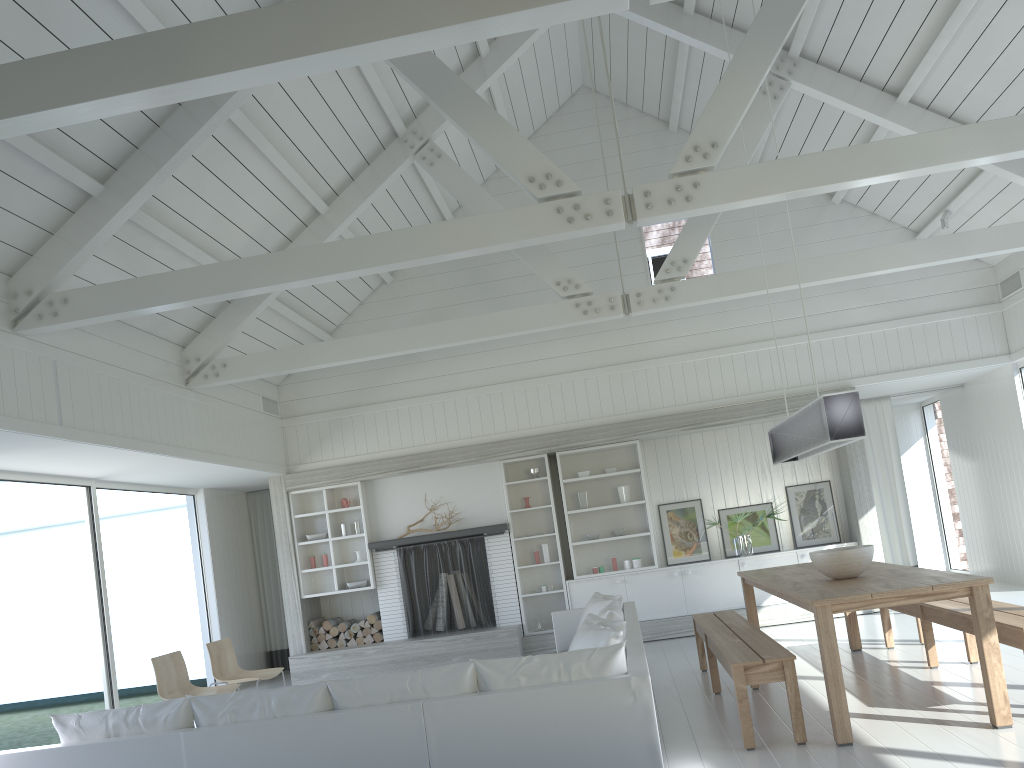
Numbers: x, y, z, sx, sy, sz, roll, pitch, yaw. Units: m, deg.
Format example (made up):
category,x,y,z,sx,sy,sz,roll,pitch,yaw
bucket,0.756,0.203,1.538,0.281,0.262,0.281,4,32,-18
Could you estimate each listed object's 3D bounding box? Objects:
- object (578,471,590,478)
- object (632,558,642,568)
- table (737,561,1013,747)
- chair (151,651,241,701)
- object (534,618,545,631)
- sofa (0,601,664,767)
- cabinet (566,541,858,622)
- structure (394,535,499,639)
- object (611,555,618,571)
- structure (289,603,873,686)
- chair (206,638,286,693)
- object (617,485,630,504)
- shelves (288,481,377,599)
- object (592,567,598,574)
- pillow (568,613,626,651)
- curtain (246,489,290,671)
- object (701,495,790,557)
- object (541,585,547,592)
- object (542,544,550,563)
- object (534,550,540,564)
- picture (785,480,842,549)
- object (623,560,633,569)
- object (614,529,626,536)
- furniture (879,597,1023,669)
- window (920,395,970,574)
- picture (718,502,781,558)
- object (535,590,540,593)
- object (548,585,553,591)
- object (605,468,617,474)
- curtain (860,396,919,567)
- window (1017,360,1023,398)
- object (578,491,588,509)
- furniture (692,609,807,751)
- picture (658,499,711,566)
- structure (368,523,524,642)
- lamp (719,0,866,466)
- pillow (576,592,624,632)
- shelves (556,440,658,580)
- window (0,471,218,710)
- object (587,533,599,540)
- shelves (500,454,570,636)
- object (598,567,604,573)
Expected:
category,x,y,z,sx,sy,sz,roll,pitch,yaw
object,0.823,1.036,10.059,0.141,0.065,0.142,-9,-9,6
object,1.406,2.010,9.912,0.086,0.110,0.085,-14,-8,41
table,2.237,1.669,5.973,0.907,0.756,2.976,-9,-10,6
chair,-2.469,2.466,6.839,0.556,0.774,0.600,-9,-6,6
object,0.306,2.736,10.037,0.136,0.129,0.139,-2,-10,-41
sofa,-0.787,2.161,6.314,3.482,0.731,4.172,-9,-10,6
cabinet,2.238,2.266,9.941,3.187,0.547,0.659,-9,-8,6
structure,-0.757,2.298,9.953,1.099,1.055,0.117,-9,-4,6
object,1.157,2.013,9.973,0.054,0.195,0.054,-8,-4,5
structure,0.763,2.865,10.400,6.360,0.343,1.899,-9,-10,6
chair,-2.320,2.582,7.607,0.556,0.774,0.600,-9,-6,6
object,1.276,1.254,9.992,0.102,0.195,0.104,-4,-7,-39
shelves,-2.047,1.832,10.382,0.867,1.230,0.553,-9,-5,6
object,0.941,2.107,9.979,0.054,0.070,0.055,-6,-6,-15
pillow,0.494,1.705,5.428,0.465,0.473,1.333,-8,-9,-3
curtain,-3.027,2.533,11.462,0.631,2.352,0.117,-9,-4,6
object,2.580,1.564,9.630,0.972,0.624,0.627,-9,-7,4
object,0.366,2.330,10.056,0.054,0.070,0.055,-9,-6,5
object,0.388,1.934,10.070,0.072,0.209,0.072,-9,-5,5
object,0.284,1.958,10.083,0.054,0.195,0.054,-8,-4,5
picture,3.358,1.455,9.831,0.495,0.698,0.066,-9,-4,6
object,1.322,2.044,9.990,0.092,0.095,0.090,-14,-9,40
object,1.244,1.710,10.116,0.141,0.065,0.142,-9,-9,6
furniture,3.017,1.688,5.871,0.341,0.467,2.706,-9,-10,6
window,5.876,1.378,11.896,0.038,2.409,0.952,-8,-5,6
picture,2.664,1.644,9.917,0.610,0.549,0.054,-9,-4,6
object,0.294,2.365,10.063,0.054,0.025,0.055,-9,-9,6
object,0.440,2.323,10.046,0.058,0.060,0.058,-9,-7,5
object,1.144,1.010,10.164,0.141,0.065,0.142,-9,-9,6
curtain,4.314,1.371,10.766,1.008,2.352,0.117,-9,-4,7
window,4.877,0.094,3.928,0.080,2.397,11.031,-8,-10,6
object,0.815,1.329,10.044,0.103,0.195,0.103,-9,-5,6
furniture,1.545,1.926,6.039,0.341,0.467,2.706,-9,-10,6
picture,1.952,1.682,9.991,0.495,0.698,0.066,-9,-4,6
structure,-0.712,2.378,10.304,1.619,1.276,0.866,-9,-6,6
lamp,1.750,-1.603,6.148,0.200,4.210,1.920,-8,-5,6
pillow,0.732,1.966,7.073,0.462,0.473,2.081,-8,-10,-2
shelves,1.093,1.452,10.148,0.940,1.432,0.609,-9,-5,6
window,-4.086,1.741,6.061,0.080,2.397,8.796,-8,-10,6
object,0.923,1.736,10.010,0.141,0.065,0.142,-9,-9,6
shelves,0.303,1.857,10.224,0.541,1.985,0.609,-9,-4,6
object,1.013,2.105,9.996,0.058,0.060,0.058,-6,-7,-16
